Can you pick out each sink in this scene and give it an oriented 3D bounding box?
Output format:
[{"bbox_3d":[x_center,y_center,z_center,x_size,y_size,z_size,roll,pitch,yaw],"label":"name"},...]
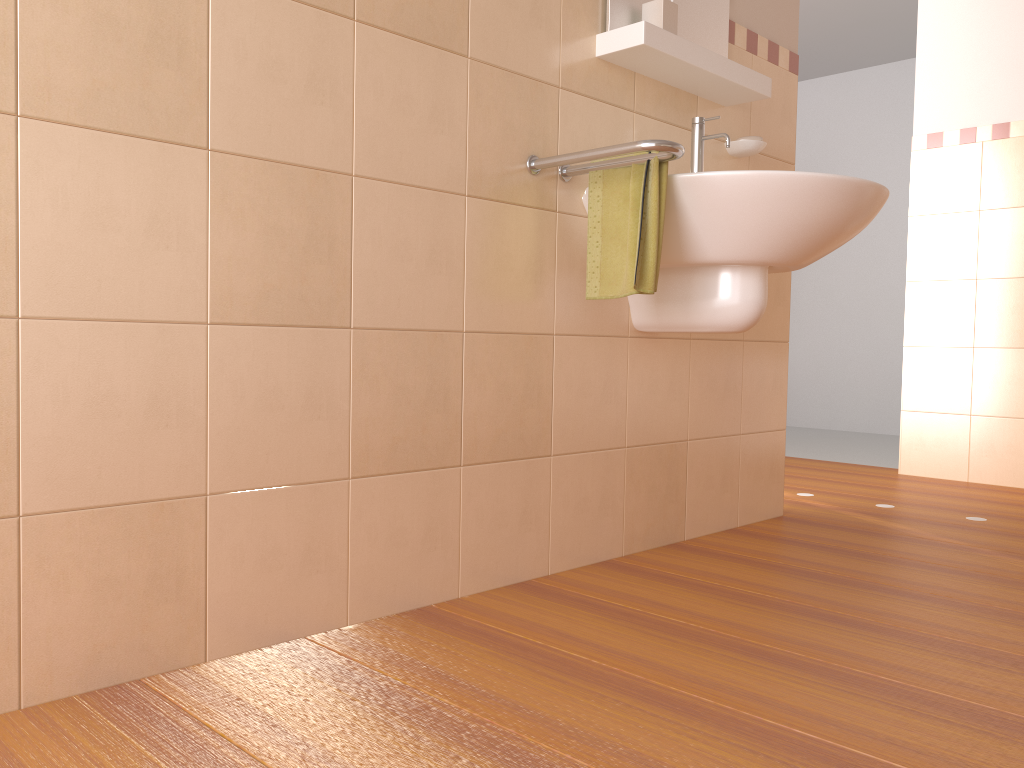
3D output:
[{"bbox_3d":[0.563,-0.373,2.027,0.539,0.516,0.683,4,4,45],"label":"sink"}]

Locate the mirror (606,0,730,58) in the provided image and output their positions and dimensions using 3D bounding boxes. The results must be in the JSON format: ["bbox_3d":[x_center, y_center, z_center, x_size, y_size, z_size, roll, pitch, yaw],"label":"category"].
[{"bbox_3d":[0.401,-1.198,2.166,0.008,0.799,0.502,4,4,45],"label":"mirror"}]

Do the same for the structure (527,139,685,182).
[{"bbox_3d":[0.196,-0.455,1.793,0.333,0.042,0.142,4,4,45],"label":"structure"}]

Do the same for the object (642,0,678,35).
[{"bbox_3d":[0.348,-0.861,2.051,0.073,0.149,0.063,4,4,45],"label":"object"}]

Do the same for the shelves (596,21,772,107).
[{"bbox_3d":[0.429,-0.764,2.149,0.138,0.050,0.554,4,4,45],"label":"shelves"}]

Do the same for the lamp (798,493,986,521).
[{"bbox_3d":[0.315,0.443,1.641,2.893,0.001,3.173,4,4,45],"label":"lamp"}]

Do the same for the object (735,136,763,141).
[{"bbox_3d":[0.642,-0.658,2.404,0.075,0.023,0.050,2,3,9],"label":"object"}]

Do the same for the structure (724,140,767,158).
[{"bbox_3d":[0.641,-0.636,2.403,0.092,0.029,0.117,4,4,45],"label":"structure"}]

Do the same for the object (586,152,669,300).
[{"bbox_3d":[0.237,-0.328,1.837,0.085,0.306,0.181,0,3,-29],"label":"object"}]
